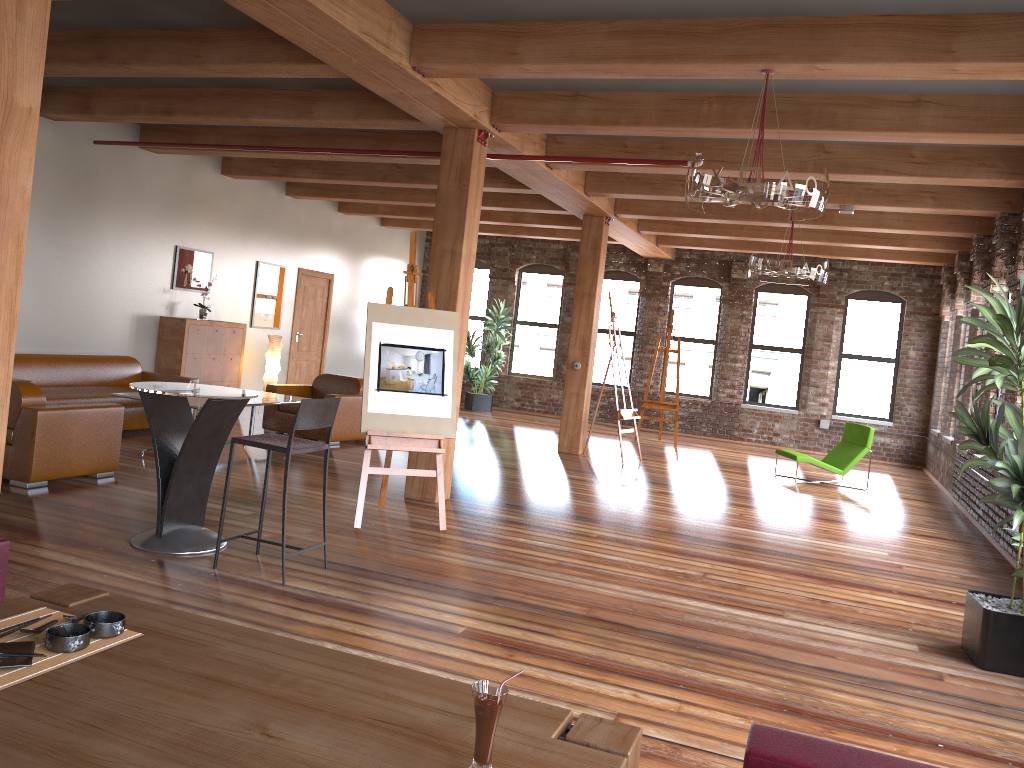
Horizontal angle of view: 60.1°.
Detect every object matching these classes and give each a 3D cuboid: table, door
[{"bbox_3d":[-0.691,0.981,1.954,1.753,0.549,0.900,7,3,20],"label":"table"},{"bbox_3d":[-2.763,0.400,8.423,0.941,0.560,1.870,7,3,20],"label":"table"},{"bbox_3d":[-1.922,0.489,5.243,0.724,0.924,0.720,8,2,44],"label":"table"},{"bbox_3d":[-3.258,-0.741,14.024,0.226,2.119,1.029,6,1,19],"label":"door"}]

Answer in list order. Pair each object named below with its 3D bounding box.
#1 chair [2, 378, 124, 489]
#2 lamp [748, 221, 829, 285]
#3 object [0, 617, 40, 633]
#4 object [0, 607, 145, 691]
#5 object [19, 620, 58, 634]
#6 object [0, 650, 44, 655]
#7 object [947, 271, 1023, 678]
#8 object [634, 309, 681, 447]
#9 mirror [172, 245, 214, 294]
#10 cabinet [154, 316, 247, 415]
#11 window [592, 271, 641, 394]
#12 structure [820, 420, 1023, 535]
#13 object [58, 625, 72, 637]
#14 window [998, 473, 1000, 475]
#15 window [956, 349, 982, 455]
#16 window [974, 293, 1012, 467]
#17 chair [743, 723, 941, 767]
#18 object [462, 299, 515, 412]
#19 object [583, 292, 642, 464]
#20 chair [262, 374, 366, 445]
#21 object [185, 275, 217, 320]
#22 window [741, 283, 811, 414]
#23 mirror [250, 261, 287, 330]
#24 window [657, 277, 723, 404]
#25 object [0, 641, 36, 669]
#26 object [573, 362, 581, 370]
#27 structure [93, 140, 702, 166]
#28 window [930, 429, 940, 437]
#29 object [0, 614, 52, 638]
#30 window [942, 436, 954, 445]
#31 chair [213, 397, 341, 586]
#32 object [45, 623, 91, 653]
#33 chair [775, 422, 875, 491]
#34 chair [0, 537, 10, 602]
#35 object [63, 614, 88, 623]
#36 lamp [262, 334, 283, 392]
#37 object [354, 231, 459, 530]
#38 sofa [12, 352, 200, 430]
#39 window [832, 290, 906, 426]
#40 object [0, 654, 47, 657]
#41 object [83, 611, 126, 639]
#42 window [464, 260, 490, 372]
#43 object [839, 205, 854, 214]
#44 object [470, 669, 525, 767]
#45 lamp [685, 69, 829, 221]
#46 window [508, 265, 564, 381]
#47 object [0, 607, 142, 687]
[{"bbox_3d":[-3.689,0.304,6.749,1.065,0.735,0.830,7,2,20],"label":"chair"},{"bbox_3d":[2.914,-1.483,9.254,0.807,0.814,0.812,5,2,-34],"label":"lamp"},{"bbox_3d":[-1.286,0.620,2.214,0.007,0.008,0.270,7,3,15],"label":"object"},{"bbox_3d":[-1.202,0.637,2.152,0.353,0.001,0.469,7,3,20],"label":"object"},{"bbox_3d":[-1.200,0.615,2.258,0.045,0.030,0.153,6,3,4],"label":"object"},{"bbox_3d":[-1.227,0.617,2.054,0.270,0.008,0.007,6,2,-6],"label":"object"},{"bbox_3d":[2.790,0.435,4.638,0.969,2.102,1.078,7,1,33],"label":"object"},{"bbox_3d":[2.423,-0.137,14.048,0.662,2.140,0.684,6,1,15],"label":"object"},{"bbox_3d":[-4.063,-1.450,11.299,0.025,0.548,0.694,6,2,19],"label":"mirror"},{"bbox_3d":[-3.975,-0.214,11.325,0.419,1.208,1.185,6,2,20],"label":"cabinet"},{"bbox_3d":[1.841,-0.987,16.336,0.970,2.226,0.221,6,1,20],"label":"window"},{"bbox_3d":[4.452,1.043,8.122,1.635,0.313,13.708,7,3,13],"label":"structure"},{"bbox_3d":[-1.078,0.601,2.144,0.045,0.079,0.138,6,2,-15],"label":"object"},{"bbox_3d":[4.661,-0.229,7.878,0.237,2.214,0.967,6,1,20],"label":"window"},{"bbox_3d":[5.646,-0.272,10.637,0.233,2.214,0.967,6,1,20],"label":"window"},{"bbox_3d":[5.152,-0.251,9.260,0.230,2.214,0.967,6,1,20],"label":"window"},{"bbox_3d":[0.751,1.141,1.429,0.867,0.592,1.070,7,3,20],"label":"chair"},{"bbox_3d":[-0.548,-0.565,16.408,1.080,2.102,0.967,6,1,-2],"label":"object"},{"bbox_3d":[1.350,-0.109,11.403,0.686,2.140,0.661,7,1,30],"label":"object"},{"bbox_3d":[-2.231,0.262,10.429,1.066,0.735,0.829,7,2,30],"label":"chair"},{"bbox_3d":[-3.921,-1.108,11.217,0.371,0.589,0.298,6,1,14],"label":"object"},{"bbox_3d":[4.589,-0.641,15.344,0.970,2.217,0.218,6,1,20],"label":"window"},{"bbox_3d":[-3.526,-1.274,12.860,0.025,0.952,0.693,6,1,19],"label":"mirror"},{"bbox_3d":[3.212,-0.812,15.840,0.970,2.226,0.221,6,1,20],"label":"window"},{"bbox_3d":[-1.219,0.631,2.035,0.212,0.018,0.154,5,3,-25],"label":"object"},{"bbox_3d":[0.834,-0.234,11.388,0.096,0.095,0.061,7,1,20],"label":"object"},{"bbox_3d":[-1.598,-2.285,8.575,6.819,0.112,0.051,7,1,20],"label":"structure"},{"bbox_3d":[6.643,-0.316,13.425,0.232,2.214,0.967,6,1,20],"label":"window"},{"bbox_3d":[-1.256,0.621,2.242,0.007,0.008,0.270,6,3,9],"label":"object"},{"bbox_3d":[6.140,-0.294,12.019,0.232,2.214,0.967,6,1,20],"label":"window"},{"bbox_3d":[-1.288,0.539,4.920,0.467,0.981,0.429,7,1,20],"label":"chair"},{"bbox_3d":[-1.089,0.625,2.173,0.098,0.043,0.099,4,3,-33],"label":"object"},{"bbox_3d":[3.930,0.856,11.210,0.955,0.796,0.681,6,2,-5],"label":"chair"},{"bbox_3d":[-2.249,0.756,2.538,0.867,0.592,1.070,7,3,20],"label":"chair"},{"bbox_3d":[-1.152,0.620,2.336,0.059,0.021,0.018,5,2,-28],"label":"object"},{"bbox_3d":[-3.270,-0.128,12.099,0.270,1.113,0.261,6,1,-26],"label":"lamp"},{"bbox_3d":[-0.761,-0.073,6.512,0.701,2.140,0.686,6,1,-20],"label":"object"},{"bbox_3d":[-4.397,0.099,9.123,0.953,0.734,2.411,7,3,19],"label":"sofa"},{"bbox_3d":[5.980,-0.463,14.842,0.970,2.217,0.218,6,1,20],"label":"window"},{"bbox_3d":[-1.213,0.620,2.029,0.270,0.008,0.007,5,2,-14],"label":"object"},{"bbox_3d":[-1.052,0.623,2.285,0.098,0.043,0.099,4,4,-44],"label":"object"},{"bbox_3d":[-0.904,-1.371,17.400,0.970,2.168,0.086,7,1,20],"label":"window"},{"bbox_3d":[3.444,-1.799,9.114,0.146,0.072,0.147,7,3,20],"label":"object"},{"bbox_3d":[-0.044,0.669,1.756,0.075,0.232,0.095,6,1,-37],"label":"object"},{"bbox_3d":[1.450,-1.420,5.162,0.807,0.814,0.812,5,2,-28],"label":"lamp"},{"bbox_3d":[0.492,-1.193,16.895,0.970,2.168,0.086,7,1,20],"label":"window"},{"bbox_3d":[-1.203,0.637,2.152,0.332,0.003,0.470,7,3,20],"label":"object"}]
